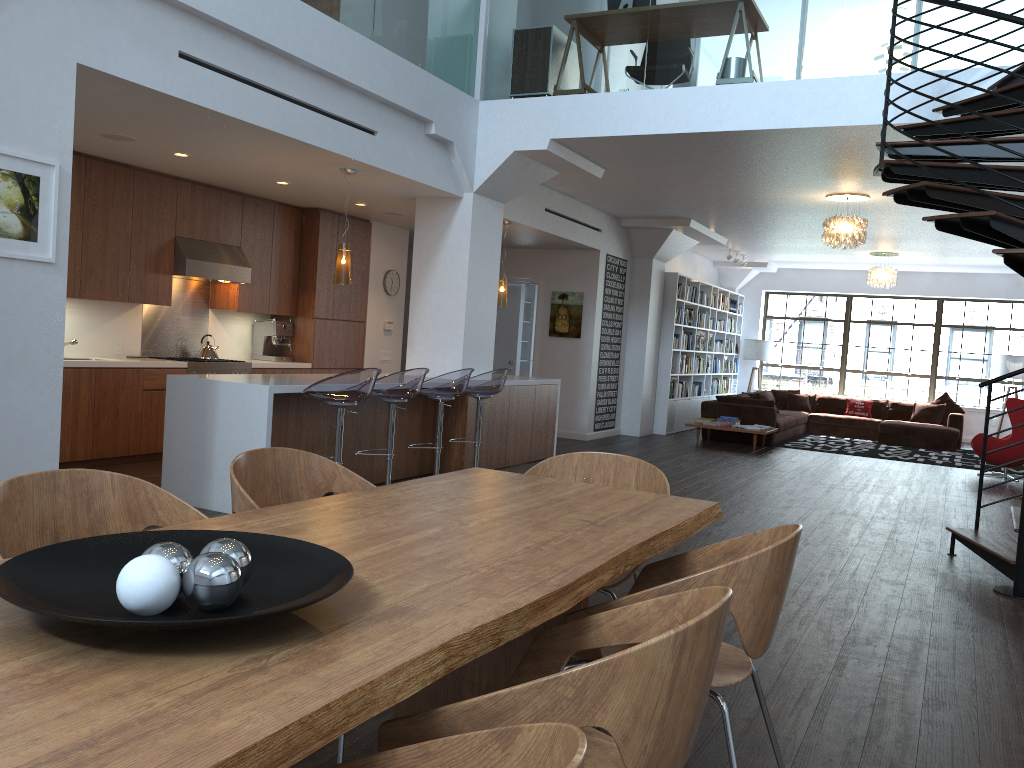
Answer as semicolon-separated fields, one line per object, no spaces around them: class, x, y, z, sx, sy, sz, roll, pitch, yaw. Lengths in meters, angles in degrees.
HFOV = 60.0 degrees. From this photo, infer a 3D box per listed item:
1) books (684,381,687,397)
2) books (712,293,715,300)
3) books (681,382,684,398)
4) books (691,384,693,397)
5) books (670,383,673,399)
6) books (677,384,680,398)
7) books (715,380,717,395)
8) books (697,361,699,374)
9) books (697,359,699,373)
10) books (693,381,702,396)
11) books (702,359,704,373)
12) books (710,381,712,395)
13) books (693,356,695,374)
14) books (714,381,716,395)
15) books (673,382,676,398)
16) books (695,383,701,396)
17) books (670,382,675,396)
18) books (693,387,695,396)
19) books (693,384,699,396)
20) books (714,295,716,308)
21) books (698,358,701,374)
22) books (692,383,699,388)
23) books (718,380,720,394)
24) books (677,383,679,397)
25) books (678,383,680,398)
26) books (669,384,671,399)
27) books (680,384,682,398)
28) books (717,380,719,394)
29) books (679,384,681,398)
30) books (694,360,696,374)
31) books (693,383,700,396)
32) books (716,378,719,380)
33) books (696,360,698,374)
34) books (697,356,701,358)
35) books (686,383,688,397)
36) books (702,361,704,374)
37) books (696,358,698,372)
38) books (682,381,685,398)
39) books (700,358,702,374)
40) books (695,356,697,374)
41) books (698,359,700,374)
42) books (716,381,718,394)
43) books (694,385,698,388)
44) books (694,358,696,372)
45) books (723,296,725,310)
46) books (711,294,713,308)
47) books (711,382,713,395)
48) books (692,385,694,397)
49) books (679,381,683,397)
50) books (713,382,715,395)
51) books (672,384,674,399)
books;2.683;0.080;14.104;0.183;0.253;0.042;5;3;27
books;3.396;-1.431;15.246;0.160;0.251;0.031;5;3;27
books;2.608;0.086;13.956;0.171;0.246;0.039;5;3;27
books;2.877;0.101;14.491;0.127;0.200;0.020;5;3;27
books;2.331;0.098;13.393;0.174;0.240;0.054;5;3;27
books;2.509;0.101;13.750;0.161;0.223;0.032;5;3;27
books;3.551;0.055;15.806;0.183;0.253;0.034;5;3;26
books;2.996;-0.290;14.641;0.161;0.223;0.027;5;3;26
books;2.976;-0.301;14.604;0.171;0.246;0.057;5;3;26
books;3.128;0.078;14.983;0.140;0.231;0.042;5;3;27
books;3.120;-0.303;14.908;0.174;0.240;0.045;5;3;26
books;3.402;0.065;15.538;0.174;0.240;0.045;5;3;26
books;2.864;-0.318;14.400;0.198;0.284;0.066;5;3;26
books;3.532;0.055;15.778;0.183;0.253;0.034;5;3;26
books;2.411;0.088;13.571;0.180;0.251;0.048;5;3;27
books;3.092;0.094;14.906;0.146;0.202;0.027;5;3;27
books;2.373;0.089;13.498;0.183;0.253;0.042;5;3;27
books;2.947;0.123;14.603;0.110;0.153;0.019;5;3;27
books;3.029;0.101;14.780;0.139;0.191;0.036;5;3;27
books;3.418;-1.417;15.270;0.161;0.223;0.032;5;3;27
books;3.033;-0.305;14.705;0.183;0.253;0.034;5;3;26
books;3.039;0.095;14.811;0.146;0.202;0.027;5;3;27
books;3.656;0.049;16.026;0.180;0.259;0.060;5;3;26
books;2.488;0.087;13.726;0.160;0.251;0.031;5;3;27
books;2.520;0.095;13.793;0.176;0.231;0.053;5;3;27
books;2.310;0.107;13.356;0.161;0.223;0.032;5;3;27
books;2.563;0.108;13.856;0.161;0.223;0.030;5;3;26
books;3.625;0.053;15.949;0.183;0.253;0.034;5;3;26
books;2.545;0.099;13.829;0.161;0.223;0.033;5;3;27
books;2.909;-0.287;14.457;0.161;0.223;0.026;5;3;26
books;3.059;0.095;14.831;0.146;0.202;0.027;5;3;27
books;3.634;0.034;15.983;0.176;0.290;0.036;5;3;26
books;2.959;-0.303;14.562;0.183;0.253;0.034;5;3;26
books;3.042;-0.325;14.739;0.176;0.290;0.036;5;3;26
books;2.722;0.088;14.185;0.174;0.236;0.142;5;3;26
books;3.145;-0.294;14.935;0.161;0.223;0.026;5;3;26
books;2.940;-0.303;14.534;0.183;0.253;0.034;5;3;26
books;2.639;0.078;14.029;0.180;0.259;0.042;5;3;27
books;3.064;-0.310;14.782;0.180;0.259;0.060;5;3;26
books;2.921;-0.321;14.495;0.176;0.290;0.053;5;3;26
books;3.005;-0.299;14.675;0.174;0.240;0.045;5;3;26
books;3.598;0.060;15.919;0.174;0.240;0.045;5;3;26
books;3.018;0.108;14.753;0.128;0.178;0.021;5;3;27
books;2.896;-0.300;14.435;0.160;0.250;0.026;5;3;26
books;3.710;-1.442;15.860;0.183;0.253;0.034;5;3;27
books;3.338;-1.421;15.124;0.174;0.236;0.136;5;3;26
books;3.431;0.069;15.598;0.168;0.231;0.037;5;3;26
books;2.905;0.108;14.553;0.134;0.184;0.030;5;3;27
books;2.572;0.081;13.892;0.183;0.253;0.042;5;3;27
books;3.501;0.072;15.701;0.161;0.223;0.026;5;3;26
books;2.368;0.106;13.460;0.161;0.223;0.032;5;3;27
